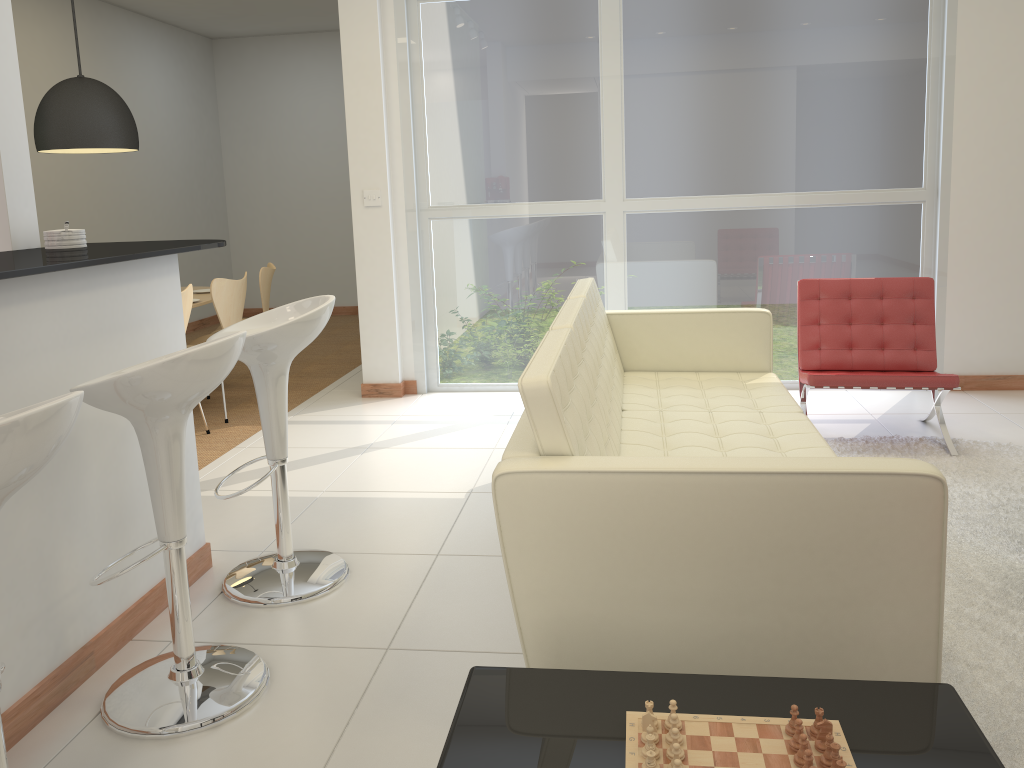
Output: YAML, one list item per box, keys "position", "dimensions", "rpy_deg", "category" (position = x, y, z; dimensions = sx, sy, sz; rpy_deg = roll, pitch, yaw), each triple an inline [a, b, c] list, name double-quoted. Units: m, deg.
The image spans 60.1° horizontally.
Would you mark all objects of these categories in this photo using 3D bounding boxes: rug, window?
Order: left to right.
- position: [0.992, -1.279, 5.705]
  dimensions: [3.432, 2.689, 0.122]
  rpy_deg: [-1, 9, 8]
  category: "window"
- position: [1.798, 0.642, 3.026]
  dimensions: [2.442, 0.004, 3.363]
  rpy_deg: [0, 12, 9]
  category: "rug"

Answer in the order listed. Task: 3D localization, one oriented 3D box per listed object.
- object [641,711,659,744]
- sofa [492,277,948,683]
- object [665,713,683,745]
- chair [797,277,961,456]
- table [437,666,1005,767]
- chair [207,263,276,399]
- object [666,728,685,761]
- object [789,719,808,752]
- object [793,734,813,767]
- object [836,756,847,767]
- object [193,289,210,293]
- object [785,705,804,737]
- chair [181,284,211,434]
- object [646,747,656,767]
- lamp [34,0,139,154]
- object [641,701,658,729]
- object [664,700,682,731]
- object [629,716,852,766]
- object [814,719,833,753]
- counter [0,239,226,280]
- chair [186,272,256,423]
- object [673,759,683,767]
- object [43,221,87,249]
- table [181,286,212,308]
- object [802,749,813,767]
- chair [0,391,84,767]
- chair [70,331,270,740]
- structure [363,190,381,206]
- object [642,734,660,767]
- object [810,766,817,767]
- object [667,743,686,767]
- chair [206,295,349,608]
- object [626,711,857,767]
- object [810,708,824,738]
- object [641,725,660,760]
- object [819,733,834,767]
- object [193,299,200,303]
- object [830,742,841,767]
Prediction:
- position: [0.230, 0.571, 1.477]
  dimensions: [0.030, 0.052, 0.030]
  rpy_deg: [-2, 10, 1]
  category: "object"
- position: [0.628, 0.179, 3.210]
  dimensions: [1.000, 0.913, 2.592]
  rpy_deg: [-1, 12, 8]
  category: "sofa"
- position: [0.270, 0.572, 1.472]
  dimensions: [0.030, 0.049, 0.030]
  rpy_deg: [1, 10, 15]
  category: "object"
- position: [1.880, -0.121, 4.632]
  dimensions: [0.700, 0.809, 0.713]
  rpy_deg: [0, 11, 13]
  category: "chair"
- position: [0.331, 0.842, 1.411]
  dimensions: [0.916, 0.418, 0.708]
  rpy_deg: [-1, 12, 8]
  category: "table"
- position: [-1.943, -0.403, 6.423]
  dimensions: [0.516, 0.898, 0.526]
  rpy_deg: [-4, 10, -8]
  category: "chair"
- position: [0.264, 0.581, 1.433]
  dimensions: [0.030, 0.049, 0.030]
  rpy_deg: [1, 10, 15]
  category: "object"
- position: [0.468, 0.570, 1.444]
  dimensions: [0.030, 0.049, 0.030]
  rpy_deg: [1, 10, 15]
  category: "object"
- position: [0.462, 0.579, 1.405]
  dimensions: [0.030, 0.049, 0.030]
  rpy_deg: [1, 10, 15]
  category: "object"
- position: [0.491, 0.587, 1.320]
  dimensions: [0.030, 0.069, 0.030]
  rpy_deg: [0, 10, 15]
  category: "object"
- position: [-2.182, -0.662, 6.326]
  dimensions: [0.211, 0.015, 0.212]
  rpy_deg: [-8, 14, -26]
  category: "object"
- position: [0.473, 0.562, 1.483]
  dimensions: [0.030, 0.049, 0.030]
  rpy_deg: [1, 10, 15]
  category: "object"
- position: [-2.077, -0.093, 5.025]
  dimensions: [0.516, 0.898, 0.526]
  rpy_deg: [1, 10, 15]
  category: "chair"
- position: [0.214, 0.589, 1.358]
  dimensions: [0.030, 0.069, 0.030]
  rpy_deg: [0, 10, 15]
  category: "object"
- position: [-2.690, -2.195, 5.454]
  dimensions: [0.594, 1.480, 0.600]
  rpy_deg: [-1, 10, 10]
  category: "lamp"
- position: [0.236, 0.566, 1.517]
  dimensions: [0.030, 0.043, 0.030]
  rpy_deg: [1, 11, 15]
  category: "object"
- position: [0.275, 0.563, 1.511]
  dimensions: [0.030, 0.049, 0.030]
  rpy_deg: [1, 10, 15]
  category: "object"
- position: [0.356, 0.616, 1.364]
  dimensions: [0.349, 0.001, 0.350]
  rpy_deg: [0, 12, 8]
  category: "object"
- position: [0.507, 0.569, 1.438]
  dimensions: [0.030, 0.052, 0.030]
  rpy_deg: [1, 10, 15]
  category: "object"
- position: [-1.591, -0.247, 2.130]
  dimensions: [0.735, 0.019, 2.996]
  rpy_deg: [0, 12, 8]
  category: "counter"
- position: [-1.953, -0.250, 5.723]
  dimensions: [0.515, 0.898, 0.526]
  rpy_deg: [-1, 10, 8]
  category: "chair"
- position: [0.254, 0.598, 1.354]
  dimensions: [0.030, 0.049, 0.030]
  rpy_deg: [1, 10, 15]
  category: "object"
- position: [-1.649, -0.548, 3.246]
  dimensions: [0.140, 0.096, 0.175]
  rpy_deg: [-2, 12, 1]
  category: "object"
- position: [-2.624, -0.146, 5.768]
  dimensions: [1.279, 0.722, 2.286]
  rpy_deg: [0, 12, 9]
  category: "table"
- position: [0.457, 0.588, 1.366]
  dimensions: [0.030, 0.049, 0.030]
  rpy_deg: [1, 10, 15]
  category: "object"
- position: [-1.020, 0.532, 1.699]
  dimensions: [0.465, 1.011, 0.461]
  rpy_deg: [1, 10, 19]
  category: "chair"
- position: [-0.922, 0.372, 2.414]
  dimensions: [0.465, 1.011, 0.461]
  rpy_deg: [1, 10, 19]
  category: "chair"
- position: [-0.919, -1.222, 5.817]
  dimensions: [0.114, 0.103, 0.013]
  rpy_deg: [-1, 9, 8]
  category: "structure"
- position: [0.219, 0.583, 1.398]
  dimensions: [0.030, 0.063, 0.030]
  rpy_deg: [0, 10, 15]
  category: "object"
- position: [0.452, 0.597, 1.327]
  dimensions: [0.030, 0.049, 0.030]
  rpy_deg: [1, 10, 15]
  category: "object"
- position: [0.259, 0.590, 1.394]
  dimensions: [0.030, 0.049, 0.030]
  rpy_deg: [1, 10, 15]
  category: "object"
- position: [-0.826, 0.211, 3.131]
  dimensions: [0.465, 1.011, 0.461]
  rpy_deg: [-3, 10, -6]
  category: "chair"
- position: [0.357, 0.627, 1.366]
  dimensions: [0.360, 0.021, 0.364]
  rpy_deg: [0, 12, 8]
  category: "object"
- position: [0.513, 0.564, 1.478]
  dimensions: [0.030, 0.043, 0.030]
  rpy_deg: [1, 11, 15]
  category: "object"
- position: [0.225, 0.579, 1.438]
  dimensions: [0.030, 0.054, 0.030]
  rpy_deg: [1, 10, 15]
  category: "object"
- position: [0.502, 0.576, 1.399]
  dimensions: [0.030, 0.054, 0.030]
  rpy_deg: [1, 10, 15]
  category: "object"
- position: [-2.119, -0.528, 5.700]
  dimensions: [0.211, 0.015, 0.211]
  rpy_deg: [-11, 15, -35]
  category: "object"
- position: [0.496, 0.581, 1.359]
  dimensions: [0.030, 0.063, 0.030]
  rpy_deg: [0, 10, 15]
  category: "object"
